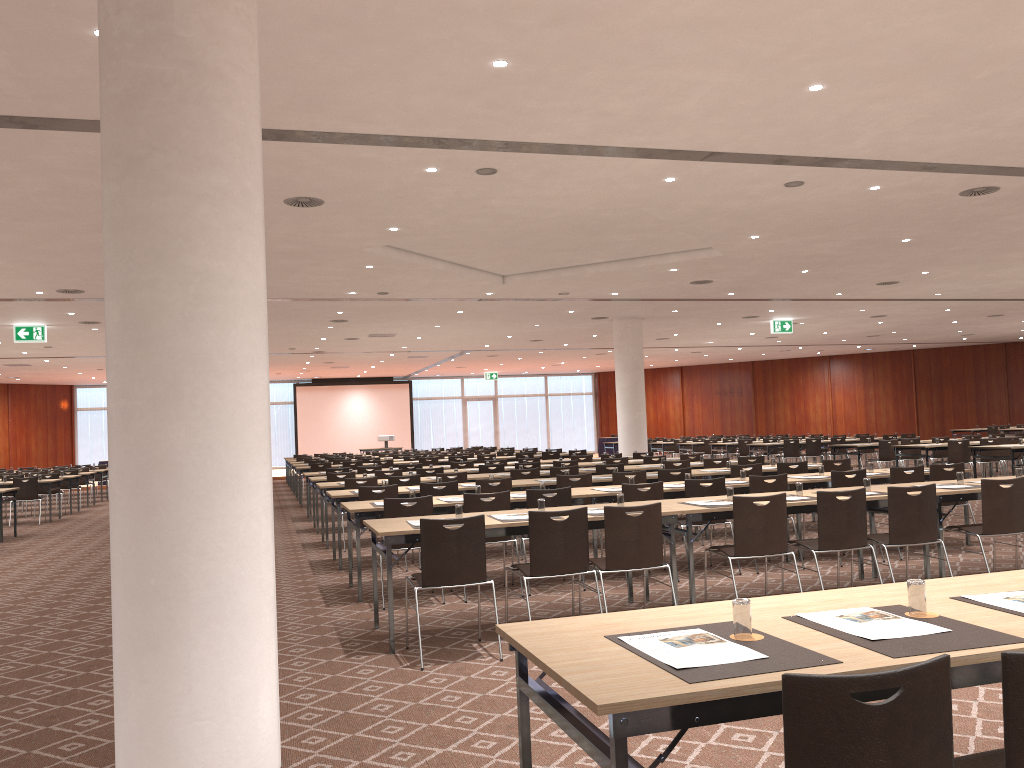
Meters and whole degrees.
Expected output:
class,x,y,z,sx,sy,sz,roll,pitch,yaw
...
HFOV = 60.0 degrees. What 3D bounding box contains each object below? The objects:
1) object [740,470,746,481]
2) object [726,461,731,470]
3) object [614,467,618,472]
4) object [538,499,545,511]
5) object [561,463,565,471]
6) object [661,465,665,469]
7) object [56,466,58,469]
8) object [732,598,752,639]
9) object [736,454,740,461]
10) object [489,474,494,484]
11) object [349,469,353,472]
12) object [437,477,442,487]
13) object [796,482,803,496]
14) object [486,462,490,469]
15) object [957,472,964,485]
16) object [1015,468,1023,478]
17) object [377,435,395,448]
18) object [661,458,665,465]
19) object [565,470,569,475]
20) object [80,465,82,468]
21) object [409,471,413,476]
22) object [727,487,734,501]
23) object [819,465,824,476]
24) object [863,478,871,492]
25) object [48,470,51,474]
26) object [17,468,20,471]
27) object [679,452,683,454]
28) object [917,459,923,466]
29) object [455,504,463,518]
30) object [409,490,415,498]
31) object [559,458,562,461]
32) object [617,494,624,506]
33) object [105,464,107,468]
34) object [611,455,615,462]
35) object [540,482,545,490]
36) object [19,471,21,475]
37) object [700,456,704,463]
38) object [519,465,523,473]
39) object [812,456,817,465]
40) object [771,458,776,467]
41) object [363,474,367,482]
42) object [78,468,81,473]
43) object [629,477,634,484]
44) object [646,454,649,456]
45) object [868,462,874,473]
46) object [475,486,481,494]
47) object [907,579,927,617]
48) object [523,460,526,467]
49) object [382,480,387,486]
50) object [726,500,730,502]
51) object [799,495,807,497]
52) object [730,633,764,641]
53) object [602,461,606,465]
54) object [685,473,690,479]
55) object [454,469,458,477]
class,x,y,z,sx,sy,sz,roll,pitch,yaw
object,2.476,0.979,9.507,0.054,0.114,0.054,-1,-3,-27
object,2.858,1.072,11.694,0.054,0.114,0.054,-2,-2,-5
object,1.318,1.113,11.243,0.054,0.114,0.054,-3,-2,18
object,0.226,0.937,6.787,0.054,0.114,0.054,-3,-2,18
object,0.758,1.232,13.161,0.054,0.114,0.054,-1,-3,-27
object,1.943,1.096,11.417,0.054,0.114,0.054,-3,-2,18
object,-13.003,2.407,25.319,0.054,0.114,0.054,-1,-3,-27
object,0.702,0.715,2.705,0.054,0.114,0.054,-4,-3,40
object,3.566,1.156,13.973,0.054,0.114,0.054,-1,-3,-27
object,-0.250,1.156,10.797,0.054,0.114,0.054,-4,-3,40
object,-2.597,1.427,14.290,0.054,0.114,0.054,-3,-2,18
object,-0.869,1.173,10.623,0.054,0.114,0.054,-4,-3,40
object,2.397,0.877,7.394,0.054,0.114,0.054,-4,-3,40
object,-0.406,1.367,14.915,0.054,0.114,0.054,-3,-2,18
object,3.968,0.835,7.848,0.054,0.114,0.054,-3,-2,18
object,4.590,0.818,8.025,0.054,0.114,0.054,-3,-2,18
object,-4.699,2.151,33.098,0.576,0.472,0.614,-2,-3,-16
object,2.321,1.190,13.619,0.054,0.114,0.054,-4,-3,40
object,0.687,1.130,11.056,0.054,0.114,0.054,-3,-2,18
object,-12.383,2.391,25.502,0.054,0.114,0.054,-1,-3,-27
object,-1.431,1.292,12.544,0.054,0.114,0.054,-1,-3,-27
object,1.776,0.894,7.213,0.054,0.114,0.054,-4,-3,40
object,3.411,0.953,9.772,0.054,0.114,0.054,-3,-2,18
object,3.034,0.860,7.573,0.054,0.114,0.054,-4,-3,40
object,-11.296,2.154,21.652,0.054,0.114,0.054,-1,-3,-27
object,-13.946,2.434,25.062,0.054,0.114,0.054,-4,-3,40
object,3.030,1.273,15.887,0.054,0.114,0.054,-3,-2,18
object,4.665,0.919,10.134,0.054,0.114,0.054,-1,-3,-27
object,-0.394,0.953,6.593,0.054,0.114,0.054,-4,-3,40
object,-0.955,1.072,8.511,0.054,0.114,0.054,-1,-3,-27
object,0.841,1.333,15.264,0.054,0.114,0.054,-3,-2,18
object,0.854,0.920,6.967,0.054,0.114,0.054,-4,-3,40
object,-11.760,2.374,25.682,0.054,0.114,0.054,-1,-3,-27
object,1.771,1.308,15.532,0.054,0.114,0.054,-4,-3,40
object,0.305,1.038,8.873,0.054,0.114,0.054,-3,-2,18
object,-11.920,2.171,21.480,0.054,0.114,0.054,-1,-3,-27
object,2.953,1.172,13.786,0.054,0.114,0.054,-4,-3,40
object,0.136,1.249,12.990,0.054,0.114,0.054,-1,-3,-27
object,4.113,1.038,12.057,0.054,0.114,0.054,-4,-3,40
object,3.498,1.054,11.872,0.054,0.114,0.054,-4,-3,40
object,-2.050,1.309,12.367,0.054,0.114,0.054,-1,-3,-27
object,-10.656,2.137,21.841,0.054,0.114,0.054,-1,-3,-27
object,1.233,1.012,9.136,0.054,0.114,0.054,-1,-3,-27
object,2.401,1.290,15.706,0.054,0.114,0.054,-4,-3,40
object,4.031,0.937,9.957,0.054,0.114,0.054,-3,-2,18
object,-0.332,1.056,8.704,0.054,0.114,0.054,-2,-2,-5
object,1.324,0.698,2.899,0.054,0.114,0.054,-4,-3,40
object,0.216,1.350,15.088,0.054,0.114,0.054,-3,-2,18
object,-1.506,1.191,10.447,0.054,0.114,0.054,-3,-2,18
object,1.779,0.952,7.222,0.102,0.001,0.102,-5,-4,40
object,2.415,0.935,7.404,0.102,0.001,0.102,-5,-4,40
object,0.716,0.771,2.704,0.102,0.001,0.102,-5,-4,40
object,1.389,1.215,13.339,0.054,0.114,0.054,-3,-2,18
object,1.850,0.996,9.332,0.054,0.114,0.054,-1,-3,-27
object,-0.801,1.274,12.716,0.054,0.114,0.054,-4,-3,40
